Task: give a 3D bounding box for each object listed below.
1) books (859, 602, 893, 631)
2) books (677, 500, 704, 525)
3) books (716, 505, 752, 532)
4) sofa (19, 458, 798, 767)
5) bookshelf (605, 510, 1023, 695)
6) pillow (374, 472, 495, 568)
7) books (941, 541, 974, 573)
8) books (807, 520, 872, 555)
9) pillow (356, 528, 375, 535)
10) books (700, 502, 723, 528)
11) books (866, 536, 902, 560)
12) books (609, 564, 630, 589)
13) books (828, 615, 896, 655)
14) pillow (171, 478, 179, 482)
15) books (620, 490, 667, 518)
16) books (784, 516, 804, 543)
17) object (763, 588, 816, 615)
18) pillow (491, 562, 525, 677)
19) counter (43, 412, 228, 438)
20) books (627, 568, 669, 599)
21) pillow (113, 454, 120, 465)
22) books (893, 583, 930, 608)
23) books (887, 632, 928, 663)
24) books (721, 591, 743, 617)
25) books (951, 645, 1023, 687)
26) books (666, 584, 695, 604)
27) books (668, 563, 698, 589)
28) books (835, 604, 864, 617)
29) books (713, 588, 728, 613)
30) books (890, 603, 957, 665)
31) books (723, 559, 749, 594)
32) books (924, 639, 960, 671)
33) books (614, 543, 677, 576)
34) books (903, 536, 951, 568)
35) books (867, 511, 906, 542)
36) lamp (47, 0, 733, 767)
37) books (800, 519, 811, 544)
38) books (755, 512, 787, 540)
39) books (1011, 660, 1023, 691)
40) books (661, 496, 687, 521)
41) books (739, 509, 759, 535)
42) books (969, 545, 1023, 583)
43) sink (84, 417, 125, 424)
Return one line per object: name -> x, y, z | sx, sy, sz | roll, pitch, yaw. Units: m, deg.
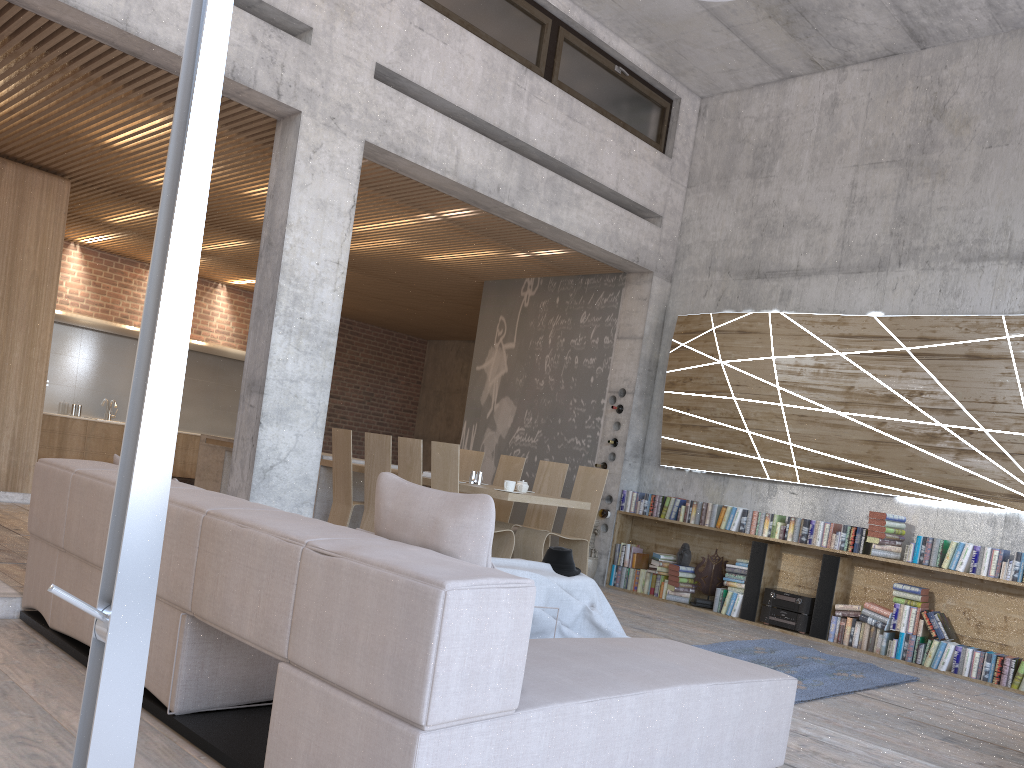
books -> 3.004, 1.906, 7.196 | 0.241, 0.193, 0.156 | 7, -2, 45
books -> 1.786, 1.251, 8.544 | 0.275, 0.221, 0.212 | 7, -2, 43
books -> 2.074, 1.263, 8.223 | 0.246, 0.229, 0.191 | 7, -1, 45
sofa -> -0.221, 1.043, 4.200 | 2.967, 0.786, 3.048 | 4, -7, 45
bookshelf -> 3.004, 1.839, 7.338 | 5.268, 0.805, 0.306 | 4, -2, 45
pillow -> -0.251, 0.584, 2.771 | 0.223, 0.559, 0.557 | 7, 0, -43
books -> 3.488, 1.342, 6.822 | 0.197, 0.229, 0.191 | 8, -1, 45
books -> 2.811, 1.313, 7.522 | 0.485, 0.221, 0.217 | 5, -3, 45
pillow -> -0.376, 0.694, 3.031 | 0.374, 0.373, 0.170 | 8, 1, 18
books -> 1.921, 1.255, 8.375 | 0.154, 0.221, 0.191 | 9, 0, 45
books -> 3.066, 1.351, 7.218 | 0.284, 0.150, 0.222 | 9, -3, 2
books -> 1.132, 1.994, 9.103 | 0.270, 0.221, 0.207 | 7, -2, 45
books -> 2.939, 2.095, 7.352 | 0.489, 0.238, 0.245 | 5, -3, 45
pillow -> -1.580, 0.601, 4.056 | 0.366, 0.360, 0.188 | 7, 0, 44
books -> 1.360, 1.227, 8.960 | 0.485, 0.221, 0.217 | 5, -3, 45
books -> 2.552, 1.304, 7.816 | 0.153, 0.221, 0.207 | 9, 0, 45
object -> 2.501, 1.937, 7.808 | 0.435, 0.161, 0.307 | 4, -6, 45
pillow -> -0.042, 0.728, 2.595 | 0.152, 0.377, 0.367 | 8, -1, -12
counter -> -5.201, 0.640, 12.726 | 0.646, 0.020, 4.128 | 3, -8, 45
books -> 1.424, 2.006, 8.856 | 0.489, 0.238, 0.245 | 5, -3, 45
pillow -> -1.866, 0.546, 4.313 | 0.189, 0.367, 0.358 | 7, 0, -40
books -> 3.229, 1.713, 7.093 | 0.236, 0.161, 0.191 | 6, -3, 45
books -> 3.182, 2.112, 7.066 | 0.224, 0.221, 0.217 | 7, -2, 45
books -> 2.088, 2.048, 8.165 | 0.197, 0.229, 0.191 | 8, -1, 45
books -> 3.606, 2.144, 6.670 | 0.413, 0.221, 0.207 | 5, -3, 45
books -> 1.637, 2.049, 8.561 | 0.261, 0.151, 0.248 | 9, -3, 1
books -> 1.666, 1.874, 8.539 | 0.248, 0.211, 0.188 | 9, -1, -24
books -> 2.876, 1.917, 7.405 | 0.194, 0.140, 0.232 | 11, -4, -44
books -> 1.990, 2.044, 8.284 | 0.207, 0.221, 0.073 | 9, 1, -45
books -> 3.273, 2.013, 7.002 | 0.446, 0.450, 0.216 | 8, 0, 45
books -> 2.134, 1.787, 8.183 | 0.221, 0.324, 0.248 | 8, 0, -43
books -> 3.370, 2.122, 6.865 | 0.197, 0.229, 0.191 | 8, -1, 45
books -> 1.379, 1.791, 8.914 | 0.304, 0.262, 0.709 | 10, -4, -40
books -> 3.316, 1.334, 7.006 | 0.275, 0.221, 0.212 | 7, -2, 43
books -> 3.081, 1.171, 7.211 | 0.248, 0.211, 0.188 | 9, -1, -24
lamp -> -0.146, -0.428, 2.524 | 0.747, 3.435, 2.653 | 10, 1, 33
books -> 2.621, 1.307, 7.738 | 0.191, 0.221, 0.054 | 9, 1, -45
books -> 2.366, 1.288, 7.934 | 0.172, 0.221, 0.274 | 9, -1, -44
books -> 3.825, 2.156, 6.464 | 0.197, 0.229, 0.191 | 8, -1, 45
books -> 1.619, 1.242, 8.722 | 0.197, 0.229, 0.191 | 8, -1, 45
books -> 2.213, 1.278, 8.084 | 0.154, 0.221, 0.156 | 9, 0, 45
books -> 3.745, 1.365, 6.598 | 0.485, 0.221, 0.217 | 5, -3, 45
sink -> -5.562, 0.625, 12.324 | 0.517, 0.192, 0.738 | 4, -6, 45
